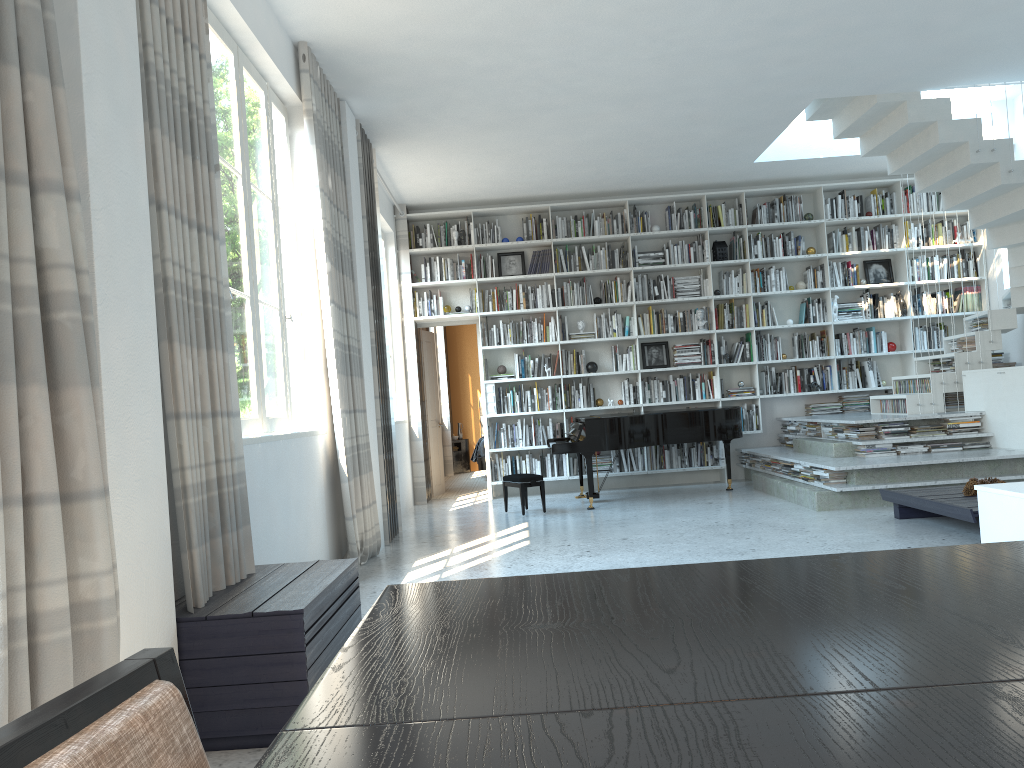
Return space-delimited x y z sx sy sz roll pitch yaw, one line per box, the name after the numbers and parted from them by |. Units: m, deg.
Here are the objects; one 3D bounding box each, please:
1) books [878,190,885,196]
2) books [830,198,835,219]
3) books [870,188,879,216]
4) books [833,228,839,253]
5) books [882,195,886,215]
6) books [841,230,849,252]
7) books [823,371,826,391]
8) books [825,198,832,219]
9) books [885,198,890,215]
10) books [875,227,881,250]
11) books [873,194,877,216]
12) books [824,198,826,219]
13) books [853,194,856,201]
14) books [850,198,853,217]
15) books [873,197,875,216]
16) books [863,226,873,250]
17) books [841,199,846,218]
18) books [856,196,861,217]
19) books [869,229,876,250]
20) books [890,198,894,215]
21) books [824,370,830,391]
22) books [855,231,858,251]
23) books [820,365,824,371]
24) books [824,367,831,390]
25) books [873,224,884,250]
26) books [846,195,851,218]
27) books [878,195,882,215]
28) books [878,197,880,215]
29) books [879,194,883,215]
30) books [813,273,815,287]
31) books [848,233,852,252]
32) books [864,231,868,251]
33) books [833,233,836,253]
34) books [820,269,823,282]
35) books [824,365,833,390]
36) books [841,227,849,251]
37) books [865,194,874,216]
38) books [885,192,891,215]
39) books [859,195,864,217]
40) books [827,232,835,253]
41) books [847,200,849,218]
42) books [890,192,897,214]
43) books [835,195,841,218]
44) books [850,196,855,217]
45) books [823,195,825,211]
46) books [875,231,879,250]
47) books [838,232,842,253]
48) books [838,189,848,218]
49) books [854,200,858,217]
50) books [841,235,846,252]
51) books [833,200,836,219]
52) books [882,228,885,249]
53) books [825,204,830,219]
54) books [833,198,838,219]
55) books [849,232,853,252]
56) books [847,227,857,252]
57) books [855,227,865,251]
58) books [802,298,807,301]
4.059 -1.960 9.726 0.020 0.299 0.131 -4 -1 0 | books
3.479 -1.891 9.710 0.026 0.241 0.184 -4 -1 0 | books
3.974 -1.965 9.714 0.007 0.320 0.165 -4 -1 0 | books
3.541 -1.547 9.718 0.051 0.282 0.166 -4 -1 0 | books
4.043 -1.927 9.706 0.018 0.235 0.186 -4 -1 0 | books
3.632 -1.543 9.707 0.026 0.261 0.167 -4 -1 0 | books
3.387 -0.033 9.690 0.013 0.220 0.168 -4 -1 0 | books
3.453 -1.893 9.715 0.025 0.250 0.178 -4 -1 0 | books
4.086 -1.918 9.711 0.029 0.210 0.169 -4 -1 0 | books
3.989 -1.570 9.712 0.023 0.264 0.156 -4 -1 0 | books
3.948 -1.929 9.714 0.016 0.252 0.189 -4 -1 0 | books
3.411 -1.896 9.732 0.014 0.264 0.140 -4 -1 0 | books
3.750 -1.928 9.734 0.012 0.279 0.153 -4 -1 0 | books
3.690 -1.903 9.713 0.022 0.236 0.172 -4 -1 0 | books
3.929 -1.912 9.708 0.008 0.220 0.182 -4 -1 0 | books
3.896 -1.572 9.720 0.048 0.283 0.162 -4 -1 0 | books
3.607 -1.894 9.719 0.030 0.231 0.148 -4 -1 0 | books
3.781 -1.918 9.730 0.012 0.254 0.161 -4 -1 0 | books
3.928 -1.554 9.696 0.014 0.240 0.189 -4 -1 0 | books
4.141 -1.922 9.734 0.031 0.211 0.131 -4 -1 0 | books
3.418 -0.039 9.685 0.025 0.228 0.175 -4 -1 0 | books
3.748 -1.540 9.718 0.025 0.238 0.143 -4 -1 0 | books
3.398 -0.064 9.716 0.012 0.282 0.143 -4 -1 0 | books
3.442 -0.056 9.691 0.026 0.258 0.156 -4 -1 0 | books
4.010 -1.587 9.698 0.022 0.294 0.181 -4 -1 0 | books
3.671 -1.914 9.712 0.014 0.262 0.168 -4 -1 0 | books
4.001 -1.931 9.712 0.031 0.248 0.164 -4 -1 0 | books
3.984 -1.918 9.705 0.007 0.226 0.170 -4 -1 0 | books
4.025 -1.936 9.727 0.017 0.257 0.146 -4 -1 0 | books
3.290 -1.133 9.737 0.011 0.227 0.131 -4 -1 0 | books
3.672 -1.527 9.715 0.030 0.224 0.158 -4 -1 0 | books
3.842 -1.543 9.693 0.030 0.230 0.187 -4 -1 0 | books
3.511 -1.522 9.717 0.013 0.236 0.141 -4 -1 0 | books
3.371 -1.136 9.719 0.013 0.221 0.155 -4 -1 0 | books
3.467 -0.065 9.691 0.025 0.272 0.171 -4 -1 0 | books
3.649 -1.562 9.716 0.011 0.296 0.162 -4 -1 0 | books
3.914 -1.929 9.706 0.019 0.256 0.169 -4 -1 0 | books
4.111 -1.954 9.729 0.025 0.279 0.136 -4 -1 0 | books
3.802 -1.921 9.717 0.030 0.257 0.165 -4 -1 0 | books
3.498 -1.530 9.720 0.012 0.254 0.161 -4 -1 0 | books
3.651 -1.892 9.732 0.030 0.220 0.133 -4 -1 0 | books
4.167 -1.950 9.712 0.026 0.263 0.163 -4 -1 0 | books
3.566 -1.915 9.718 0.048 0.278 0.150 -4 -1 0 | books
3.711 -1.913 9.721 0.021 0.254 0.151 -4 -1 0 | books
3.388 -1.910 9.723 0.028 0.294 0.150 -4 -1 0 | books
3.964 -1.545 9.703 0.031 0.217 0.165 -4 -1 0 | books
3.581 -1.534 9.726 0.026 0.250 0.130 -4 -1 0 | books
3.625 -1.946 9.709 0.014 0.332 0.180 -4 -1 0 | books
3.736 -1.889 9.707 0.024 0.202 0.190 -4 -1 0 | books
3.608 -1.515 9.702 0.025 0.207 0.175 -4 -1 0 | books
3.505 -1.887 9.718 0.024 0.231 0.168 -4 -1 0 | books
4.043 -1.566 9.708 0.011 0.249 0.152 -4 -1 0 | books
3.432 -1.858 9.703 0.022 0.182 0.190 -4 -1 0 | books
3.530 -1.897 9.735 0.027 0.249 0.140 -4 -1 0 | books
3.699 -1.535 9.729 0.024 0.236 0.146 -4 -1 0 | books
3.721 -1.563 9.708 0.026 0.288 0.156 -4 -1 0 | books
3.776 -1.556 9.666 0.032 0.265 0.245 -4 -1 0 | books
3.224 -0.791 9.724 0.016 0.290 0.135 -4 -1 0 | books
